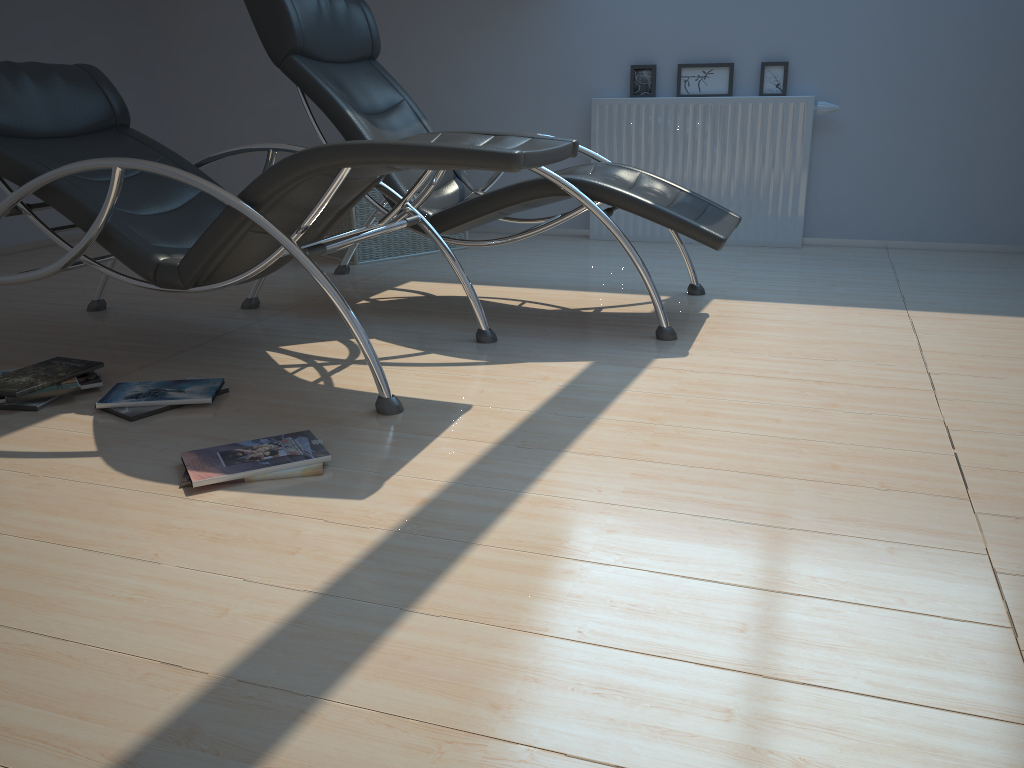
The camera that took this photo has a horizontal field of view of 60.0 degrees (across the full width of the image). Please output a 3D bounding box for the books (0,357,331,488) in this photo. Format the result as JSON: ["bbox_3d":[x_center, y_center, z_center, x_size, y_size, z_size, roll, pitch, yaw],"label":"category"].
[{"bbox_3d":[0.837,-0.166,2.776,4.790,0.222,1.045,-5,19,-13],"label":"books"}]

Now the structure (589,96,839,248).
[{"bbox_3d":[1.098,-1.191,4.976,1.324,0.800,0.120,5,19,18],"label":"structure"}]

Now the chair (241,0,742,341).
[{"bbox_3d":[-0.087,-0.942,3.527,1.938,1.251,0.836,5,19,18],"label":"chair"}]

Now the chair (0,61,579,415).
[{"bbox_3d":[-0.884,-0.557,2.859,2.114,0.953,0.836,5,19,18],"label":"chair"}]

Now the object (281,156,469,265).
[{"bbox_3d":[-0.766,-1.013,4.969,0.745,0.518,0.744,-16,23,-38],"label":"object"}]

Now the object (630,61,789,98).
[{"bbox_3d":[1.068,-1.662,4.861,0.846,0.180,0.030,5,19,18],"label":"object"}]
